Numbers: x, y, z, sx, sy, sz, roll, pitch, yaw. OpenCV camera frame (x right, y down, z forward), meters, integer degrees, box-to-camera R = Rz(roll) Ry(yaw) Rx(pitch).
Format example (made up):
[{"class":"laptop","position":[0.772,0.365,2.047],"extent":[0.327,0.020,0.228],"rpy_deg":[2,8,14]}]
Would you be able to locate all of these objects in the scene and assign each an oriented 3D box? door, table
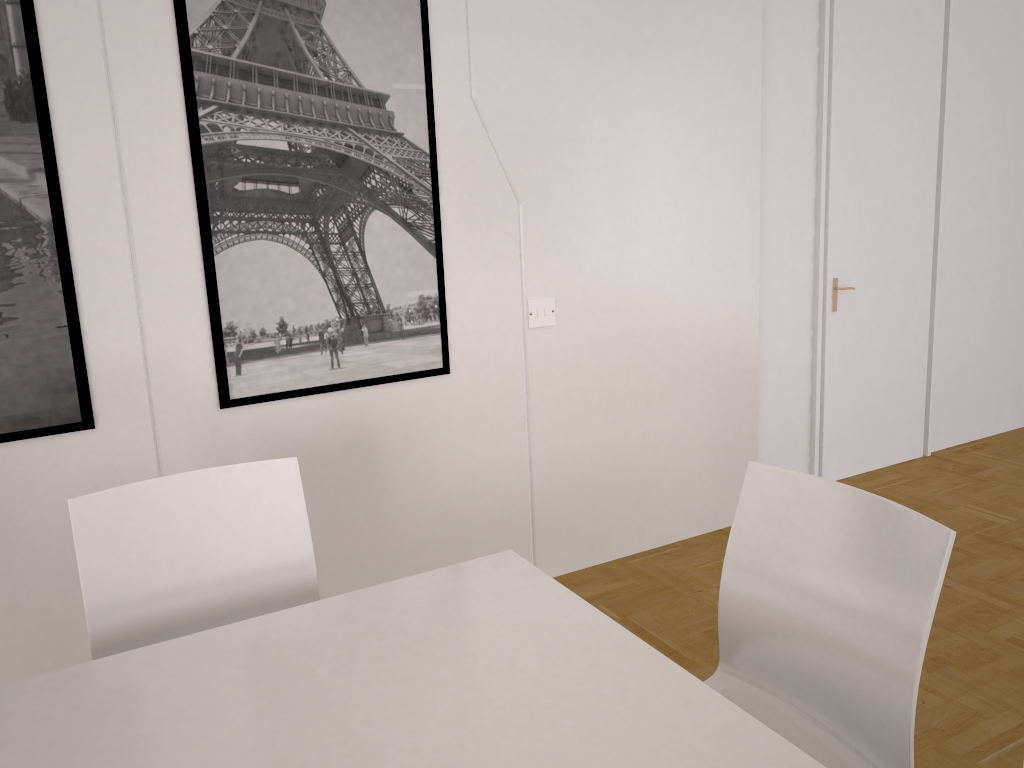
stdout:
[{"class":"door","position":[1.788,-0.755,4.311],"extent":[0.872,2.443,0.132],"rpy_deg":[-9,13,-28]},{"class":"table","position":[0.069,1.014,0.739],"extent":[1.212,0.719,2.418],"rpy_deg":[-9,14,-28]}]

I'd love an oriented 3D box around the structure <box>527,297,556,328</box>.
[{"class":"structure","position":[0.110,-0.263,3.266],"extent":[0.114,0.104,0.013],"rpy_deg":[-9,13,-28]}]

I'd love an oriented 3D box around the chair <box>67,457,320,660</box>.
[{"class":"chair","position":[-0.562,0.695,1.800],"extent":[0.562,0.927,0.577],"rpy_deg":[-9,13,-28]}]

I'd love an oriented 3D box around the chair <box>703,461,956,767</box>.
[{"class":"chair","position":[0.427,0.690,1.648],"extent":[0.576,0.927,0.562],"rpy_deg":[-9,13,-28]}]

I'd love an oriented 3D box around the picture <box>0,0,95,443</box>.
[{"class":"picture","position":[-1.599,-0.679,2.224],"extent":[0.788,1.773,0.013],"rpy_deg":[-9,13,-28]}]

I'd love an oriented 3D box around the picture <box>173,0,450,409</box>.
[{"class":"picture","position":[-0.600,-0.845,2.755],"extent":[0.788,1.773,0.016],"rpy_deg":[-9,13,-28]}]
